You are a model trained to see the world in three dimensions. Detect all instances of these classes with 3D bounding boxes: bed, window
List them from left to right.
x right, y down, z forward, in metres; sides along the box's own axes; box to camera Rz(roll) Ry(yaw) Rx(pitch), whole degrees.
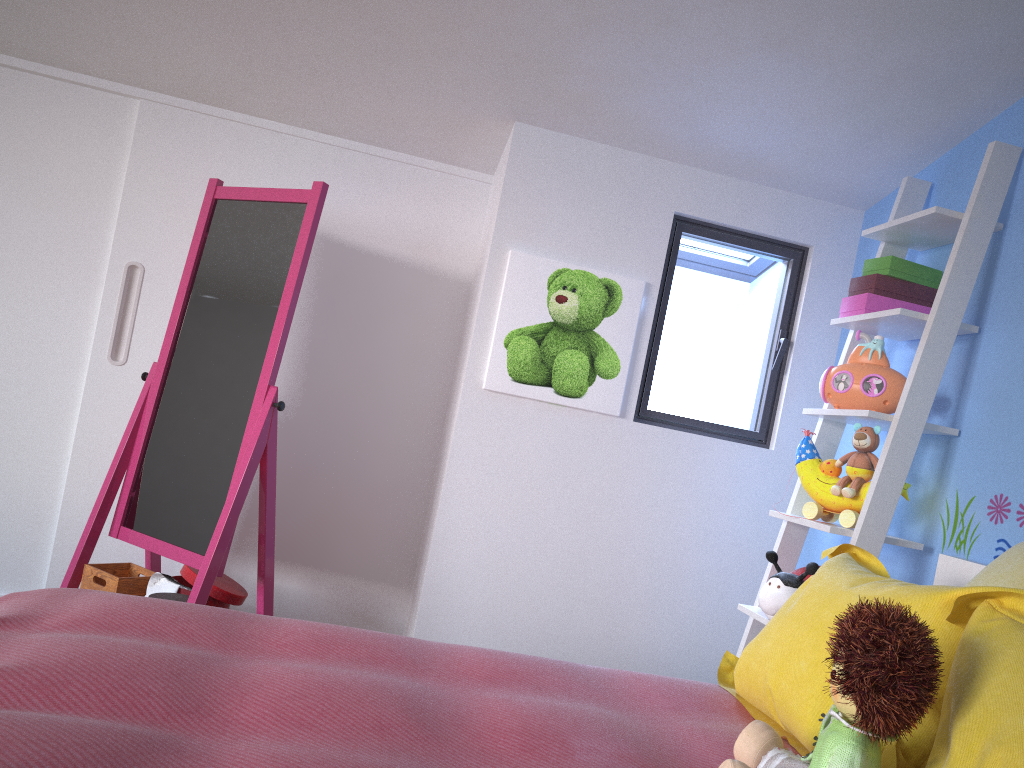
[{"bbox_3d":[0.014,0.575,1.188,2.321,0.811,1.925,12,-2,-9],"label":"bed"},{"bbox_3d":[0.688,-0.187,2.996,0.587,0.747,0.208,11,0,-10],"label":"window"}]

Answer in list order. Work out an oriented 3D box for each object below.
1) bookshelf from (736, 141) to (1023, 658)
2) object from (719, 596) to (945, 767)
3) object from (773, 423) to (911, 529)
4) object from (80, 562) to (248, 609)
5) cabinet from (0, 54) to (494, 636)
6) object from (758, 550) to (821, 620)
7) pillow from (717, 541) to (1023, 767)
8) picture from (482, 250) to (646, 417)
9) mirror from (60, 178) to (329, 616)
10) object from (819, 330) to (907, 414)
[{"bbox_3d":[0.906,0.277,2.407,0.381,1.851,0.390,11,0,-10],"label":"bookshelf"},{"bbox_3d":[0.434,0.448,1.205,0.250,0.342,0.287,11,-1,25],"label":"object"},{"bbox_3d":[0.876,0.238,2.373,0.155,0.281,0.370,11,-1,-37],"label":"object"},{"bbox_3d":[-0.984,0.606,2.619,0.443,0.159,0.370,9,-3,36],"label":"object"},{"bbox_3d":[-2.278,-0.291,2.780,4.239,1.764,0.052,12,0,-10],"label":"cabinet"},{"bbox_3d":[0.815,0.567,2.405,0.322,0.183,0.253,11,-2,-3],"label":"object"},{"bbox_3d":[0.827,0.436,1.338,0.680,0.531,1.344,11,-2,-8],"label":"pillow"},{"bbox_3d":[0.168,-0.156,2.803,0.451,0.443,0.026,11,0,-10],"label":"picture"},{"bbox_3d":[-0.905,0.117,2.591,0.608,1.489,0.419,11,0,32],"label":"mirror"},{"bbox_3d":[0.991,-0.027,2.399,0.158,0.234,0.294,12,-2,-39],"label":"object"}]
